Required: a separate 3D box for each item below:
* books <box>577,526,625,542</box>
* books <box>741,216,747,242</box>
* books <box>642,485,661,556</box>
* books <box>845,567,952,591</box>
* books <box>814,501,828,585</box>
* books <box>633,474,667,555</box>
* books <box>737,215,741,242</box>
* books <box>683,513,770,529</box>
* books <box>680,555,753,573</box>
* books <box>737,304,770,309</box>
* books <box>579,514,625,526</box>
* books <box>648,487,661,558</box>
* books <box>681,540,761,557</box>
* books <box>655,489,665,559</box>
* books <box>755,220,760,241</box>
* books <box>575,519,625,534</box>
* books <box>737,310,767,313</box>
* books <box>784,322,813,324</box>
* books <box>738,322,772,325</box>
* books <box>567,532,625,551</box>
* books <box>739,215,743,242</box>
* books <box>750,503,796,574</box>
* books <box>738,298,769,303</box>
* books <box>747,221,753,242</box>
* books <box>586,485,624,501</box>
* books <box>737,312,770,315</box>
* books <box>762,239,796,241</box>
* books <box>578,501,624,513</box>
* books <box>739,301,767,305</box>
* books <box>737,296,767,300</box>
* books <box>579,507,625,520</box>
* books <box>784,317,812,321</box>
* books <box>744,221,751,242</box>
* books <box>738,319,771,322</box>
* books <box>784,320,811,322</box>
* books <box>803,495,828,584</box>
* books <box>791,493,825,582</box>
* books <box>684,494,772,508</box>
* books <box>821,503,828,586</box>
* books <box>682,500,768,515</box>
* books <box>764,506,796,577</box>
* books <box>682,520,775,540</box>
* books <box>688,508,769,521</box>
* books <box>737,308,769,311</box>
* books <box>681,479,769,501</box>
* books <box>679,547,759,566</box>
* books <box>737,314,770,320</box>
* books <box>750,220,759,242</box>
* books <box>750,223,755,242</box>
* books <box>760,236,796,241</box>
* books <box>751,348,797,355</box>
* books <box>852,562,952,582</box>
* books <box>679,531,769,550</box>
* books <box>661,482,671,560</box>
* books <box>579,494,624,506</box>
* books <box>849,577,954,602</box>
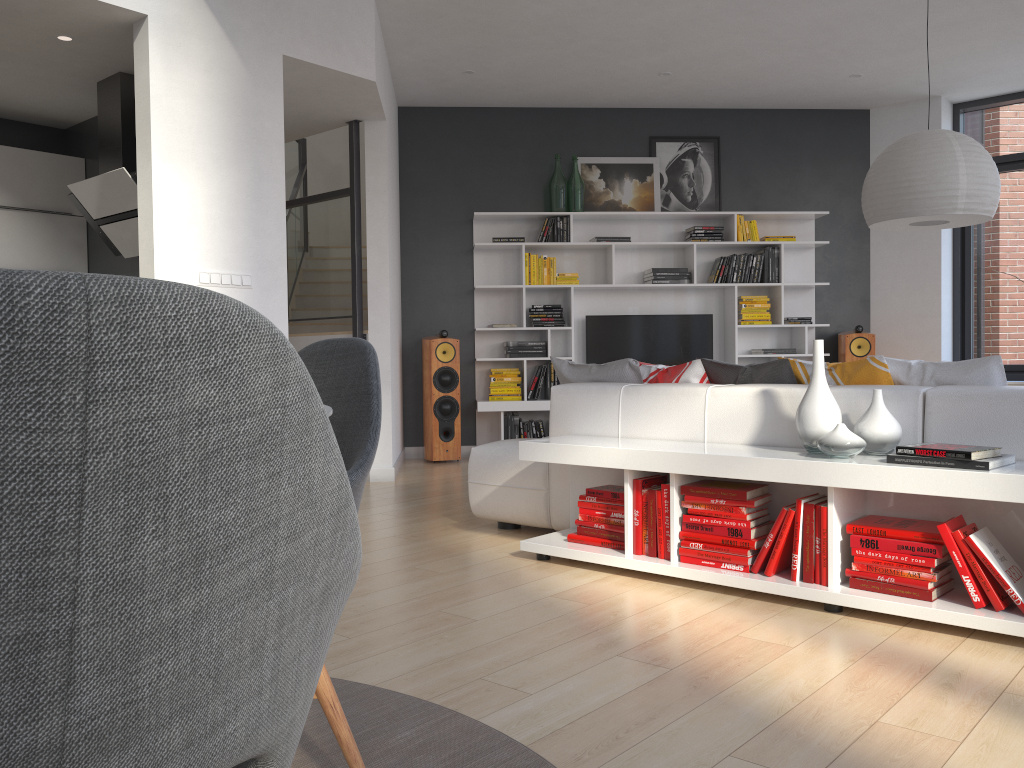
[{"bbox_3d":[0.434,0.607,3.672,0.259,0.034,0.206,1,2,44],"label":"books"},{"bbox_3d":[1.951,-1.312,7.566,0.054,0.224,0.164,-1,2,-5],"label":"books"},{"bbox_3d":[0.575,0.531,3.488,0.031,0.255,0.181,1,2,41],"label":"books"},{"bbox_3d":[1.257,0.620,2.889,0.187,0.026,0.266,-2,2,-43],"label":"books"},{"bbox_3d":[1.079,0.535,3.025,0.028,0.266,0.188,1,2,41],"label":"books"},{"bbox_3d":[0.547,0.514,3.508,0.036,0.294,0.208,1,2,41],"label":"books"},{"bbox_3d":[1.900,-1.313,7.535,0.041,0.229,0.161,-1,2,-5],"label":"books"},{"bbox_3d":[0.795,0.496,3.289,0.261,0.027,0.191,0,2,37],"label":"books"},{"bbox_3d":[0.795,0.648,3.286,0.274,0.029,0.200,1,2,41],"label":"books"},{"bbox_3d":[2.082,-0.669,7.647,0.239,0.033,0.176,-1,2,-1],"label":"books"},{"bbox_3d":[0.434,0.552,3.668,0.257,0.025,0.182,1,2,41],"label":"books"},{"bbox_3d":[0.601,0.531,3.466,0.034,0.259,0.207,1,2,41],"label":"books"},{"bbox_3d":[0.787,0.593,3.273,0.266,0.026,0.187,1,2,40],"label":"books"},{"bbox_3d":[0.623,0.530,3.433,0.042,0.259,0.195,1,2,41],"label":"books"},{"bbox_3d":[2.069,-1.294,7.557,0.044,0.184,0.142,-1,2,-3],"label":"books"},{"bbox_3d":[0.422,0.577,3.671,0.187,0.026,0.266,-2,2,-43],"label":"books"},{"bbox_3d":[2.062,-0.623,7.631,0.217,0.023,0.145,-1,2,0],"label":"books"},{"bbox_3d":[2.445,-0.520,7.611,0.213,0.023,0.161,-1,2,-1],"label":"books"},{"bbox_3d":[2.077,-0.518,7.628,0.257,0.028,0.194,-1,2,1],"label":"books"},{"bbox_3d":[0.417,0.640,3.677,0.301,0.032,0.227,1,2,41],"label":"books"},{"bbox_3d":[1.922,-1.312,7.555,0.041,0.224,0.163,-1,2,-6],"label":"books"},{"bbox_3d":[0.949,0.541,3.138,0.144,0.247,0.188,1,2,41],"label":"books"},{"bbox_3d":[2.083,-0.720,7.644,0.223,0.023,0.163,-1,2,0],"label":"books"},{"bbox_3d":[2.005,-1.289,7.541,0.044,0.178,0.128,-1,2,-4],"label":"books"},{"bbox_3d":[0.431,0.447,3.658,0.152,0.029,0.206,-2,2,-43],"label":"books"},{"bbox_3d":[2.070,-0.606,7.652,0.251,0.014,0.189,-1,2,-1],"label":"books"},{"bbox_3d":[2.277,-1.219,7.607,0.257,0.028,0.194,-1,2,1],"label":"books"},{"bbox_3d":[0.432,0.499,3.667,0.269,0.028,0.179,1,2,42],"label":"books"},{"bbox_3d":[2.076,-0.697,7.647,0.227,0.022,0.160,0,2,12],"label":"books"},{"bbox_3d":[2.072,-0.744,7.665,0.223,0.023,0.163,-1,2,0],"label":"books"},{"bbox_3d":[0.441,0.526,3.683,0.261,0.028,0.191,1,2,41],"label":"books"},{"bbox_3d":[2.445,-0.559,7.628,0.213,0.023,0.161,-1,2,-1],"label":"books"},{"bbox_3d":[1.984,-1.289,7.547,0.054,0.180,0.132,-1,2,-4],"label":"books"},{"bbox_3d":[2.073,-0.544,7.635,0.257,0.024,0.203,-1,2,-1],"label":"books"},{"bbox_3d":[2.444,-0.539,7.613,0.198,0.015,0.142,-1,2,-6],"label":"books"},{"bbox_3d":[1.062,0.531,3.052,0.038,0.270,0.215,1,2,41],"label":"books"},{"bbox_3d":[1.023,0.527,3.064,0.046,0.282,0.199,1,2,41],"label":"books"},{"bbox_3d":[0.800,0.422,3.278,0.266,0.026,0.187,0,2,35],"label":"books"},{"bbox_3d":[1.090,0.533,2.995,0.028,0.269,0.181,1,2,41],"label":"books"},{"bbox_3d":[0.790,0.447,3.297,0.257,0.025,0.182,1,2,41],"label":"books"},{"bbox_3d":[0.976,0.541,3.106,0.115,0.245,0.192,1,2,41],"label":"books"},{"bbox_3d":[0.808,0.529,3.301,0.279,0.039,0.206,1,2,42],"label":"books"},{"bbox_3d":[0.799,0.471,3.279,0.236,0.023,0.178,1,2,41],"label":"books"},{"bbox_3d":[2.072,-0.643,7.649,0.239,0.019,0.171,-1,2,-4],"label":"books"},{"bbox_3d":[0.791,0.392,3.295,0.259,0.034,0.206,1,2,38],"label":"books"},{"bbox_3d":[0.786,0.620,3.270,0.282,0.030,0.188,1,2,42],"label":"books"},{"bbox_3d":[2.074,-0.577,7.639,0.243,0.042,0.189,-1,2,-4],"label":"books"},{"bbox_3d":[2.046,-1.293,7.547,0.064,0.184,0.141,-1,2,-3],"label":"books"},{"bbox_3d":[2.024,-1.280,7.531,0.046,0.161,0.108,-1,2,-5],"label":"books"},{"bbox_3d":[2.273,-1.245,7.614,0.257,0.024,0.203,-1,2,-1],"label":"books"},{"bbox_3d":[2.254,-0.279,7.650,0.310,0.047,0.250,-1,2,-9],"label":"books"},{"bbox_3d":[1.269,0.595,2.887,0.257,0.025,0.182,1,2,41],"label":"books"},{"bbox_3d":[0.813,0.564,3.297,0.301,0.032,0.227,1,2,41],"label":"books"},{"bbox_3d":[0.652,0.515,3.414,0.049,0.291,0.214,1,2,41],"label":"books"},{"bbox_3d":[0.432,0.473,3.670,0.254,0.025,0.178,1,2,40],"label":"books"},{"bbox_3d":[1.270,0.650,2.890,0.259,0.034,0.206,1,2,44],"label":"books"}]
